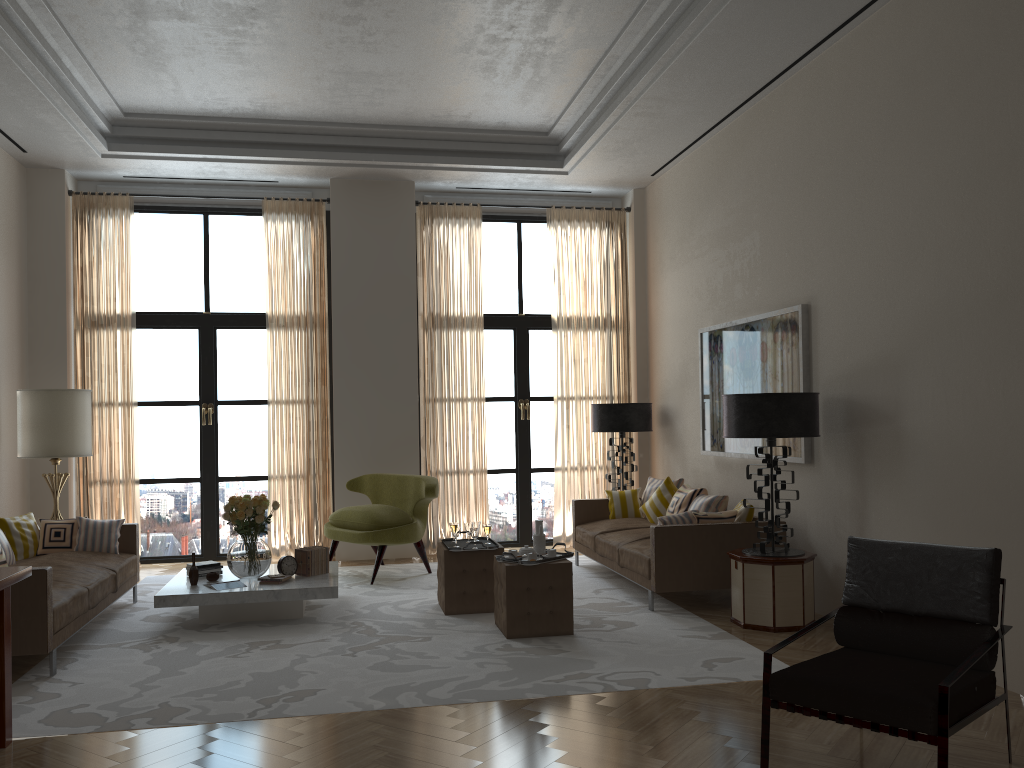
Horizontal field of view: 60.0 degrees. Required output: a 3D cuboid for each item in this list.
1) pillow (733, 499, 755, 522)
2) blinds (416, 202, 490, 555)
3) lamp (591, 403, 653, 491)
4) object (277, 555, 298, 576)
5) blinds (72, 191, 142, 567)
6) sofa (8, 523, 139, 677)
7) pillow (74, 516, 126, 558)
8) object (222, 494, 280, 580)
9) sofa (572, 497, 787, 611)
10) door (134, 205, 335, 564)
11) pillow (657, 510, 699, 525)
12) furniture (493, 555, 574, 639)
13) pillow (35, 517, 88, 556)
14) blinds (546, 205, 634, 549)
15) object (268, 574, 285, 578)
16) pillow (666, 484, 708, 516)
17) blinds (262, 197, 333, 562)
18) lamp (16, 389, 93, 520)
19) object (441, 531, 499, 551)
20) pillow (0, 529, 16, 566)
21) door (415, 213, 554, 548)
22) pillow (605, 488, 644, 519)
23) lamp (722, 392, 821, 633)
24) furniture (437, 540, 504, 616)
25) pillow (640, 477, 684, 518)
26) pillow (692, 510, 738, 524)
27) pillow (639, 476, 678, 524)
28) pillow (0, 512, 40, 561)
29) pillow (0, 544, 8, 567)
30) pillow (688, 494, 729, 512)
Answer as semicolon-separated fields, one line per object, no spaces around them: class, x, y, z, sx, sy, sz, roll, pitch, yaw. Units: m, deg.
pillow;2.249;1.403;8.792;0.296;0.475;0.515;-1;-2;10
blinds;-0.813;-0.052;12.296;0.960;4.872;0.419;-1;-1;-9
lamp;1.497;1.274;11.979;0.829;2.018;0.830;-1;-1;-7
object;-2.176;1.768;8.598;0.082;0.209;0.204;-2;-2;40
blinds;-5.221;-0.005;11.437;0.780;4.885;0.419;-1;-1;-9
sofa;-4.276;1.813;7.733;1.351;0.819;2.981;-1;-2;-11
pillow;-4.173;1.548;8.951;0.498;0.428;0.327;0;-1;-23
object;-2.518;1.479;8.589;0.540;0.821;0.627;-1;-1;-15
sofa;1.686;1.794;9.819;1.351;0.819;2.981;-1;-2;-11
door;-4.060;0.000;11.891;3.258;4.766;0.240;-1;-1;-11
pillow;1.572;1.436;8.607;0.498;0.428;0.327;0;-1;-23
furniture;0.180;1.830;7.717;0.613;0.616;0.614;-1;-1;-11
pillow;-4.538;1.556;8.917;0.464;0.412;0.304;-1;-1;-13
blinds;1.127;-0.070;12.672;1.242;4.872;0.418;-1;-1;-9
object;-2.221;1.807;8.355;0.139;0.019;0.137;0;-2;-27
pillow;1.959;1.427;10.010;0.403;0.547;0.617;-1;-2;-8
blinds;-2.872;-0.033;11.893;0.874;4.872;0.418;-1;-1;-8
lamp;-5.203;1.196;10.113;0.768;2.254;0.767;-2;-1;42
object;-0.416;1.530;8.651;0.491;0.092;0.803;-1;-2;-11
pillow;-4.691;1.522;7.911;0.371;0.565;0.660;-1;-2;-16
door;0.155;-0.040;12.712;3.085;4.766;0.240;-1;-1;-11
pillow;1.411;1.516;11.039;0.482;0.433;0.318;-1;-1;-1
lamp;2.298;1.097;7.825;0.829;2.018;0.830;-1;-1;-10
furniture;-0.405;1.877;8.652;0.613;0.616;0.614;-1;-1;-11
pillow;1.827;1.444;10.968;0.355;0.576;0.624;0;-2;-32
pillow;1.938;1.434;8.641;0.464;0.412;0.304;-1;-1;-13
pillow;1.826;1.412;10.563;0.767;0.617;0.355;-2;-1;33
pillow;-4.850;1.523;8.766;0.296;0.475;0.515;-1;-2;10
pillow;-4.561;1.441;7.550;0.403;0.547;0.617;-1;-2;-8
pillow;2.091;1.474;9.647;0.371;0.565;0.660;-1;-2;-16
